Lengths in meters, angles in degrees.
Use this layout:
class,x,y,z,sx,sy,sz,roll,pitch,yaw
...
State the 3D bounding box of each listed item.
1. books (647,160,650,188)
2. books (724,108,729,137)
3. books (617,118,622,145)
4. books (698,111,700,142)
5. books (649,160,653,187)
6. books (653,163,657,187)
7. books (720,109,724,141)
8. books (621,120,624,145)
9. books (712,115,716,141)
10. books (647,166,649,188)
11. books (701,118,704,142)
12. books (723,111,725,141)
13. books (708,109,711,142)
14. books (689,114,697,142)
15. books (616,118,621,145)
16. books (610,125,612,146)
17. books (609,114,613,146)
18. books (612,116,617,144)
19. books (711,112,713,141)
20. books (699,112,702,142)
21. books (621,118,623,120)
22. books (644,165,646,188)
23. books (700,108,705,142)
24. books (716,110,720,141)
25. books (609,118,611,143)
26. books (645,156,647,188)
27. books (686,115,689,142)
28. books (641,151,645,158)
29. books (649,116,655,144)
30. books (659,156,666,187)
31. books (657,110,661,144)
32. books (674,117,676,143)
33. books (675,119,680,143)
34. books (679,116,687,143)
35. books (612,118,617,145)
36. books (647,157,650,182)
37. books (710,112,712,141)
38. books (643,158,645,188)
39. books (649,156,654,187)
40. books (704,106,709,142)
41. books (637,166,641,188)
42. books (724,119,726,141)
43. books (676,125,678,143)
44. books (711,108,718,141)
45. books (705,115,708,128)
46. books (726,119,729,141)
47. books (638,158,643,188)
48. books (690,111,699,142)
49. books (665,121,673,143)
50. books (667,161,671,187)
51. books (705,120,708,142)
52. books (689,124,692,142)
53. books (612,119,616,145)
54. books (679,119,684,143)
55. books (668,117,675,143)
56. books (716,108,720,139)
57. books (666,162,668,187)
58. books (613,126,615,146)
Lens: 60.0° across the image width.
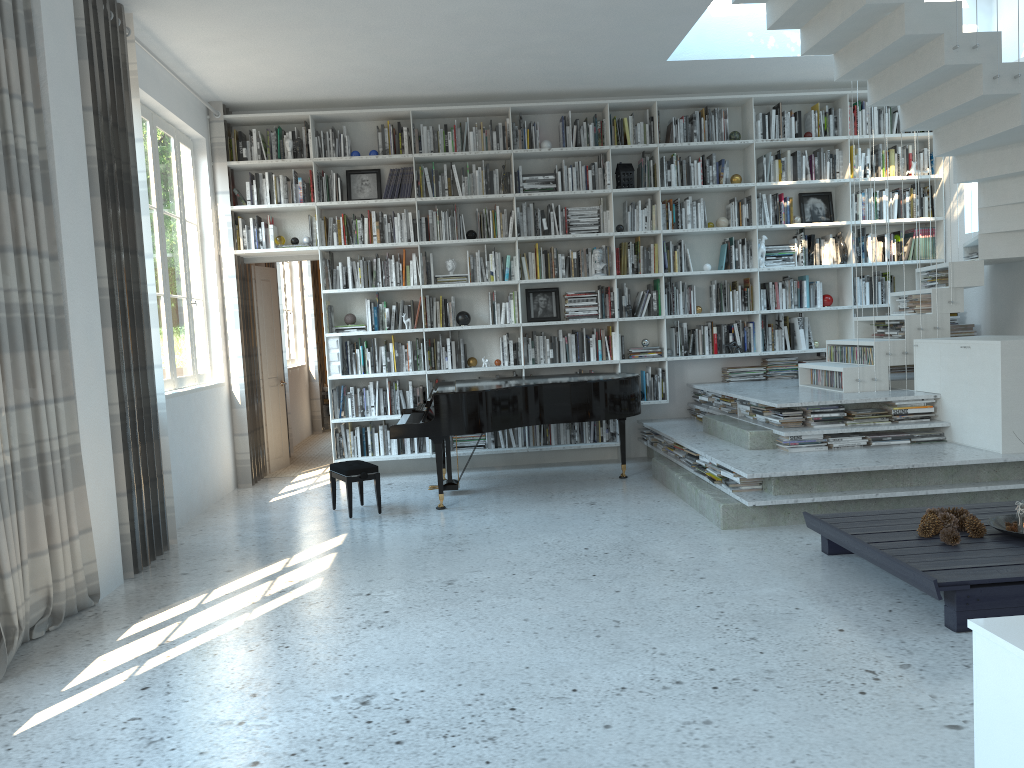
class,x,y,z,sx,sy,sz,roll,pitch,yaw
books,1.190,-1.830,7.814,0.005,0.255,0.158,-3,4,-3
books,1.883,-2.261,7.826,0.006,0.306,0.163,-3,4,-3
books,0.941,-2.186,7.783,0.008,0.262,0.142,-3,4,-3
books,1.630,-2.243,7.835,0.017,0.295,0.138,-3,4,-3
books,1.213,-1.828,7.801,0.013,0.248,0.186,-3,4,-3
books,1.245,-1.812,7.804,0.008,0.214,0.223,-3,4,-3
books,1.834,-2.254,7.825,0.013,0.297,0.188,-3,4,-3
books,0.954,-2.172,7.767,0.015,0.234,0.171,-3,4,-3
books,1.763,-2.228,7.830,0.024,0.252,0.149,-3,4,-3
books,1.182,-1.808,7.825,0.013,0.211,0.139,-3,4,-3
books,1.663,-2.211,7.815,0.018,0.231,0.160,-3,4,-3
books,1.845,-2.245,7.820,0.008,0.279,0.180,-3,4,-3
books,1.717,-2.248,7.803,0.015,0.299,0.183,-3,4,-3
books,1.587,-2.220,7.799,0.028,0.258,0.184,-3,4,-3
books,0.920,-2.184,7.774,0.034,0.261,0.157,-3,4,-3
books,0.854,-2.153,7.791,0.016,0.204,0.143,-3,4,-3
books,0.864,-2.199,7.771,0.007,0.298,0.181,-3,4,-3
books,0.899,-2.192,7.781,0.007,0.279,0.150,-3,4,-3
books,1.746,-2.238,7.829,0.008,0.275,0.163,-3,4,-3
books,1.648,-2.238,7.831,0.007,0.285,0.159,-3,4,-3
books,0.962,-2.190,7.802,0.007,0.264,0.133,-3,4,-3
books,1.158,-1.810,7.826,0.024,0.217,0.168,-3,4,-3
books,1.672,-2.253,7.818,0.006,0.312,0.178,-3,4,-3
books,1.803,-2.254,7.834,0.019,0.299,0.137,-3,4,-3
books,0.841,-2.188,7.766,0.008,0.279,0.170,-3,4,-3
books,1.168,-1.845,7.802,0.021,0.288,0.179,-3,4,-3
books,1.530,-2.217,7.819,0.021,0.256,0.168,-3,4,-3
books,1.149,-1.871,7.821,0.025,0.339,0.142,-3,4,-3
books,1.212,-2.196,7.780,0.029,0.253,0.186,-3,4,-3
books,1.330,-1.852,7.822,0.012,0.285,0.159,-3,4,-3
books,1.274,-2.225,7.781,0.019,0.304,0.175,-3,4,-3
books,1.412,-2.204,7.811,0.011,0.244,0.172,-3,4,-3
books,1.446,-2.198,7.800,0.013,0.229,0.173,-3,4,-3
books,1.504,-2.215,7.815,0.030,0.255,0.161,-3,4,-3
books,0.894,-2.182,7.770,0.006,0.260,0.165,-3,4,-3
books,1.196,-1.849,7.841,0.013,0.289,0.131,-3,4,-3
books,1.736,-2.241,7.832,0.012,0.280,0.144,-3,4,-3
books,1.144,-1.836,7.808,0.022,0.272,0.181,-3,4,-3
books,1.234,-1.853,7.835,0.005,0.292,0.130,-3,4,-3
books,1.704,-2.263,7.818,0.007,0.330,0.183,-3,4,-3
books,1.121,-1.807,7.827,0.019,0.214,0.155,-3,4,-3
books,1.859,-2.215,7.836,0.018,0.214,0.157,-3,4,-3
books,1.436,-2.175,7.814,0.009,0.183,0.160,-3,4,-3
books,1.778,-2.256,7.821,0.008,0.307,0.182,-3,4,-3
books,1.699,-2.223,7.821,0.008,0.251,0.170,-3,4,-3
books,1.875,-2.212,7.828,0.014,0.209,0.188,-3,4,-3
books,1.129,-1.834,7.793,0.021,0.272,0.190,-3,4,-3
books,1.610,-2.240,7.822,0.024,0.292,0.167,-3,4,-3
books,1.377,-2.181,7.795,0.046,0.206,0.183,-3,4,-3
books,1.372,-1.834,7.834,0.026,0.243,0.148,-3,4,-3
books,1.688,-2.197,7.807,0.018,0.201,0.188,-3,4,-3
books,1.557,-2.187,7.840,0.031,0.191,0.132,-3,4,-3
books,0.889,-2.170,7.756,0.007,0.239,0.191,-3,4,-3
books,1.476,-2.199,7.815,0.028,0.226,0.163,-3,4,-3
books,1.403,-2.203,7.801,0.009,0.244,0.173,-3,4,-3
books,1.815,-2.267,7.851,0.008,0.322,0.133,-3,4,-3
books,1.353,-1.832,7.839,0.012,0.240,0.138,-3,4,-3
books,0.877,-2.148,7.782,0.015,0.193,0.160,-3,4,-3
